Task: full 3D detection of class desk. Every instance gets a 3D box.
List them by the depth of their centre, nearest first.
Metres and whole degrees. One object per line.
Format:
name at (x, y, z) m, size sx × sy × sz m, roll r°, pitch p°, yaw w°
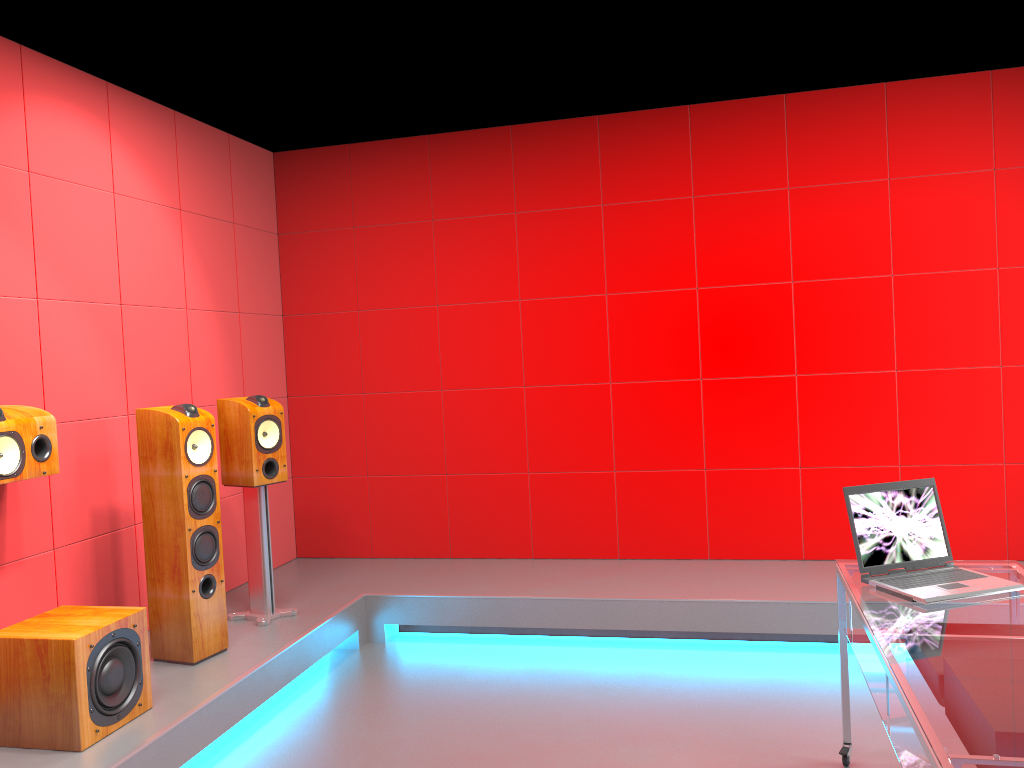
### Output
desk at (1.185, 0.956, 2.150) m, size 0.594 × 0.690 × 1.617 m, roll -3°, pitch 2°, yaw 14°

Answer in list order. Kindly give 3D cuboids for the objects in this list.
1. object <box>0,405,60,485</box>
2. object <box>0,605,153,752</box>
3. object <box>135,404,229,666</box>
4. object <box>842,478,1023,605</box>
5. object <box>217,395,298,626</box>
object at (-1.843, 0.210, 3.057) m, size 0.235 × 0.271 × 0.493 m, roll -3°, pitch 2°, yaw 14°
object at (-1.488, 0.981, 3.003) m, size 0.360 × 0.360 × 0.360 m, roll -3°, pitch 2°, yaw 14°
object at (-1.364, 0.608, 3.685) m, size 0.238 × 1.052 × 0.203 m, roll -2°, pitch 2°, yaw 24°
object at (1.232, 0.451, 2.610) m, size 0.342 × 0.285 × 0.340 m, roll -3°, pitch 2°, yaw -16°
object at (-1.214, 0.582, 4.213) m, size 0.265 × 1.058 × 0.231 m, roll -2°, pitch 2°, yaw 34°
